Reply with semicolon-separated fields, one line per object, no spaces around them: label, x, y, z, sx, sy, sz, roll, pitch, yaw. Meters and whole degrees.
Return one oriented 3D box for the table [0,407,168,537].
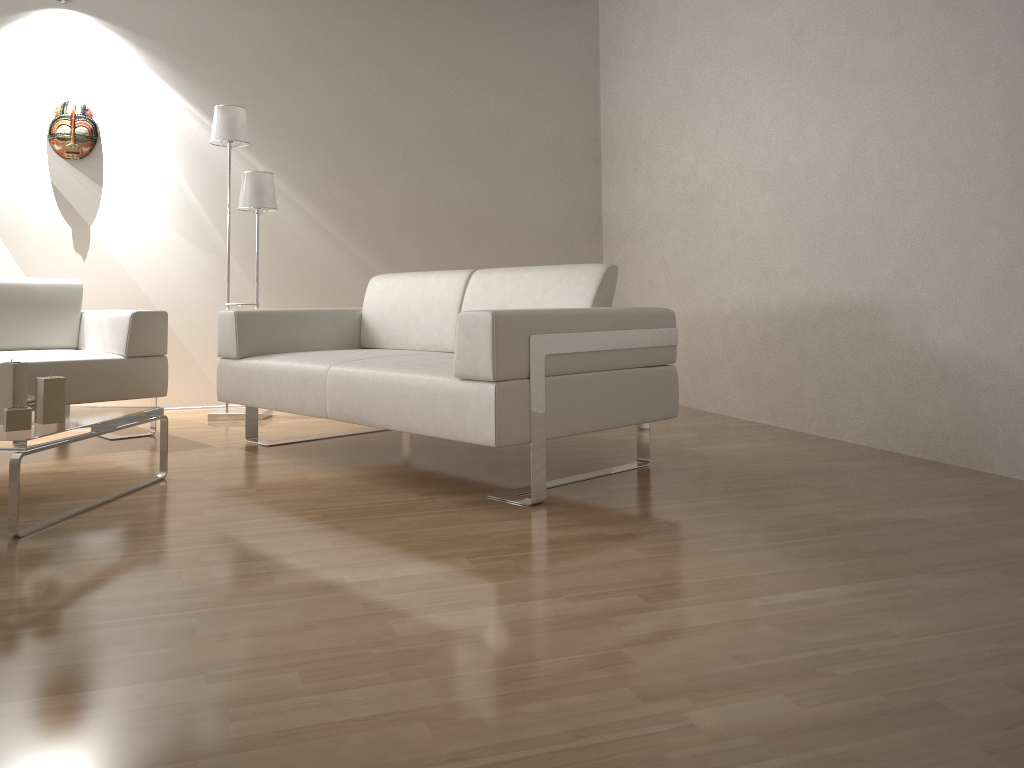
table;-1.597;0.240;2.717;0.700;0.250;0.796;0;5;6

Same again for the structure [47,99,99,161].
structure;-2.477;-1.438;4.931;0.264;0.357;0.075;0;-3;-19

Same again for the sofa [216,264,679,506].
sofa;-0.341;-0.089;3.451;0.907;0.742;1.781;-2;4;-44

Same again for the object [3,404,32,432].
object;-1.427;0.094;2.529;0.067;0.075;0.067;-1;1;-34

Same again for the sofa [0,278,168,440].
sofa;-2.509;-0.090;3.692;1.784;0.742;0.905;-5;4;-44

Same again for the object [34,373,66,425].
object;-1.408;0.042;2.671;0.067;0.152;0.067;-2;-3;41

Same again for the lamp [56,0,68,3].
lamp;-2.536;-2.189;4.903;0.080;0.109;0.191;0;3;-19

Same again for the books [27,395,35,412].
books;-1.717;0.066;2.944;0.292;0.056;0.204;-1;5;-4

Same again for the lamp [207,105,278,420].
lamp;-1.443;-0.660;4.696;0.365;1.682;0.207;-1;-3;1

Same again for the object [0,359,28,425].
object;-1.527;0.021;2.669;0.067;0.198;0.066;-1;-3;6
